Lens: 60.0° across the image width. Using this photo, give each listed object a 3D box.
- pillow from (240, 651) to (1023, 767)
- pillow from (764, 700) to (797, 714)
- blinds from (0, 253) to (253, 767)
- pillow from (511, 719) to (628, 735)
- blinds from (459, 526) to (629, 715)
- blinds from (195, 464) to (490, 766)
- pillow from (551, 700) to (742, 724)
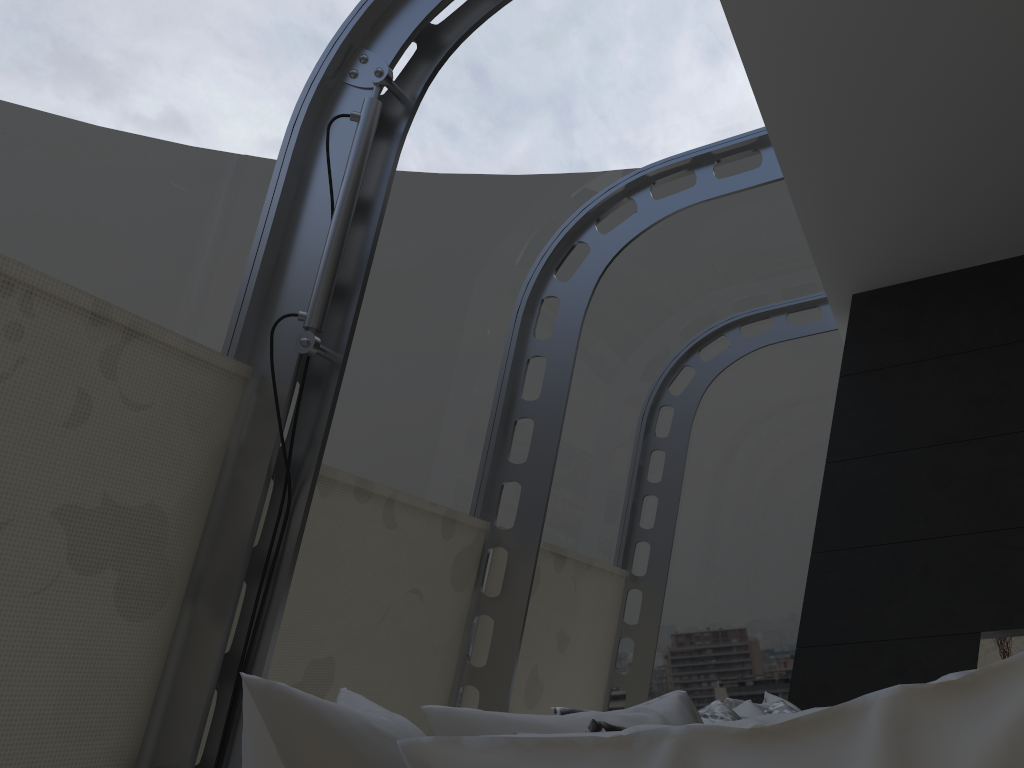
[{"bbox_3d":[0.506,0.802,1.626,1.656,0.530,3.322,-2,-21,-5],"label":"pillow"},{"bbox_3d":[0.812,1.135,2.502,0.383,0.463,0.606,-22,-28,40],"label":"pillow"},{"bbox_3d":[-1.182,0.360,1.891,0.387,1.214,1.376,-13,-23,23],"label":"blinds"},{"bbox_3d":[0.232,0.650,1.062,0.405,0.483,0.599,-1,-21,-6],"label":"pillow"},{"bbox_3d":[0.221,1.410,4.629,0.330,1.028,1.766,-13,-23,23],"label":"blinds"},{"bbox_3d":[-0.527,0.908,3.180,0.329,1.027,1.430,-13,-23,23],"label":"blinds"},{"bbox_3d":[0.428,0.871,1.761,0.608,0.467,0.382,16,-28,-42],"label":"pillow"}]
